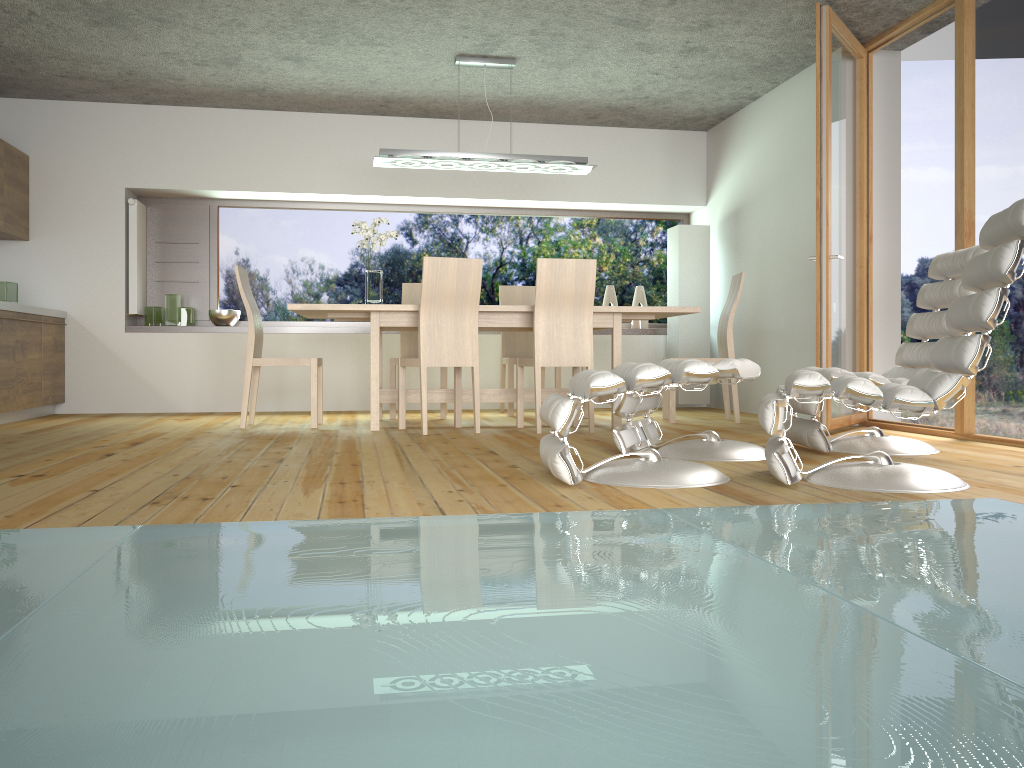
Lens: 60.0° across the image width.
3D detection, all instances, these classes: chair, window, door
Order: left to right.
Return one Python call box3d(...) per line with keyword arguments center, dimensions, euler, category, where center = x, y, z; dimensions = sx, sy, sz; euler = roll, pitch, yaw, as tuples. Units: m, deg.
box3d(center=(-1.494, -0.237, 5.710), dimensions=(0.506, 1.017, 0.404), euler=(0, 0, -7), category="chair")
box3d(center=(-0.672, -0.264, 6.604), dimensions=(0.404, 1.017, 0.506), euler=(0, 0, 1), category="chair")
box3d(center=(-0.427, -0.225, 5.321), dimensions=(0.404, 1.017, 0.506), euler=(0, 0, -21), category="chair")
box3d(center=(-0.454, -1.036, 7.929), dimensions=(4.186, 0.978, 0.012), euler=(0, 0, -10), category="window")
box3d(center=(0.122, -0.273, 6.891), dimensions=(0.404, 1.017, 0.506), euler=(0, 0, -12), category="chair")
box3d(center=(0.273, -0.227, 5.388), dimensions=(0.404, 1.017, 0.506), euler=(0, 0, -11), category="chair")
box3d(center=(1.318, -0.250, 6.126), dimensions=(0.506, 1.017, 0.404), euler=(0, 0, 3), category="chair")
box3d(center=(1.996, -0.941, 5.340), dimensions=(0.163, 2.417, 0.935), euler=(0, 0, 35), category="door")
box3d(center=(1.784, -0.170, 4.277), dimensions=(0.914, 0.969, 0.569), euler=(0, 0, 0), category="chair")
box3d(center=(1.351, -0.135, 3.163), dimensions=(0.914, 0.969, 0.569), euler=(0, 1, 15), category="chair")

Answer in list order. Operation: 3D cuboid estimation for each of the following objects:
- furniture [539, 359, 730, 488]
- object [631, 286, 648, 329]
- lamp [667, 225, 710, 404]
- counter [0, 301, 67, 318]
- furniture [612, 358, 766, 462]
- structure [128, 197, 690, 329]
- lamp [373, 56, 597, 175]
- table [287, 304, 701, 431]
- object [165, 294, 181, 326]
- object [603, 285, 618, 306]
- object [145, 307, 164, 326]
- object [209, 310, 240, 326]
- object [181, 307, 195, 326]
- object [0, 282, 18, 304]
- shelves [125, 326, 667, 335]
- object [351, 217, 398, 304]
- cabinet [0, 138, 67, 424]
box3d(center=(0.458, 0.126, 3.275), dimensions=(0.686, 0.439, 0.570), euler=(0, 1, -4), category="furniture")
box3d(center=(1.141, -0.681, 7.916), dimensions=(0.153, 0.384, 0.153), euler=(0, 0, -14), category="object")
box3d(center=(1.503, -0.585, 7.551), dimensions=(0.280, 1.500, 0.280), euler=(0, 0, -10), category="lamp")
box3d(center=(-3.511, -0.489, 5.262), dimensions=(0.652, 0.054, 3.286), euler=(0, 2, -10), category="counter")
box3d(center=(0.859, 0.101, 4.071), dimensions=(0.686, 0.439, 0.570), euler=(1, 1, 25), category="furniture")
box3d(center=(-0.707, -0.998, 7.666), dimensions=(4.875, 1.154, 0.526), euler=(0, 0, -10), category="structure")
box3d(center=(-0.182, -1.827, 5.987), dimensions=(1.490, 0.719, 0.290), euler=(0, 0, -10), category="lamp")
box3d(center=(-0.145, -0.113, 5.916), dimensions=(2.500, 0.756, 1.201), euler=(0, 1, -7), category="table")
box3d(center=(-2.745, -0.594, 7.175), dimensions=(0.099, 0.259, 0.099), euler=(0, 0, -6), category="object")
box3d(center=(0.872, -0.680, 7.867), dimensions=(0.153, 0.384, 0.153), euler=(0, 0, -14), category="object")
box3d(center=(-2.906, -0.547, 7.207), dimensions=(0.111, 0.160, 0.112), euler=(0, 1, 29), category="object")
box3d(center=(-2.375, -0.539, 7.322), dimensions=(0.247, 0.137, 0.247), euler=(1, 1, 25), category="object")
box3d(center=(-2.683, -0.551, 7.320), dimensions=(0.111, 0.160, 0.112), euler=(0, 1, -26), category="object")
box3d(center=(-3.490, -0.621, 6.108), dimensions=(0.112, 0.160, 0.111), euler=(0, 1, 14), category="object")
box3d(center=(-0.702, -0.454, 7.645), dimensions=(4.870, 0.054, 0.404), euler=(0, 2, -10), category="shelves")
box3d(center=(-0.901, -0.793, 5.810), dimensions=(0.304, 0.608, 0.302), euler=(0, 0, -7), category="object")
box3d(center=(-3.526, -0.721, 5.357), dimensions=(0.656, 2.004, 3.093), euler=(0, 1, -10), category="cabinet")
